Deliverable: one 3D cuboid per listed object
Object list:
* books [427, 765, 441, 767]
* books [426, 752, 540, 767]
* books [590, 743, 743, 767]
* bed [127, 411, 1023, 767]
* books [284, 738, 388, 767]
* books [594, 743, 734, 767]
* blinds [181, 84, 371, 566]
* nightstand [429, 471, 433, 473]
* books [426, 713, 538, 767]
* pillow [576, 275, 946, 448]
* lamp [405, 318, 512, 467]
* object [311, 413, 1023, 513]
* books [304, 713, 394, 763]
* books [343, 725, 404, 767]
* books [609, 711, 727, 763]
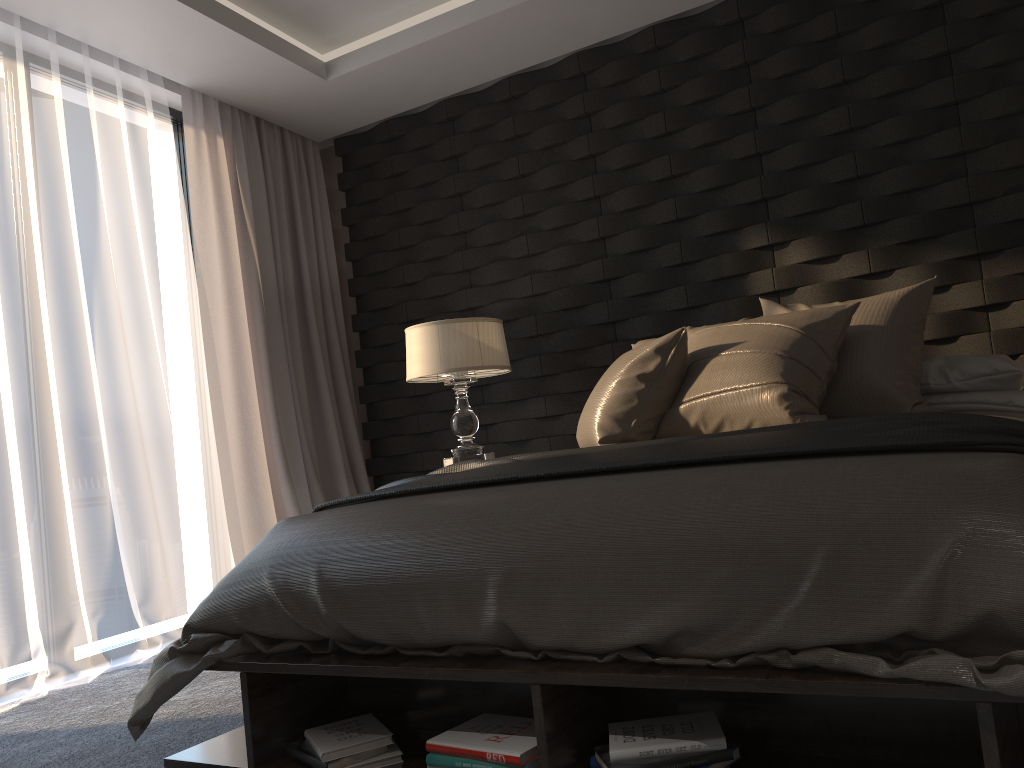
[{"bbox_3d":[-0.014,0.768,1.767,0.235,0.043,0.203,-10,-5,41],"label":"books"},{"bbox_3d":[-0.020,0.736,1.770,0.238,0.023,0.184,-9,-5,32],"label":"books"},{"bbox_3d":[0.284,0.691,1.627,0.219,0.023,0.172,-10,-5,42],"label":"books"},{"bbox_3d":[0.627,0.478,2.584,2.181,0.624,2.406,-9,-5,32],"label":"bed"},{"bbox_3d":[-0.395,0.818,1.976,0.155,0.023,0.209,-3,-5,-39],"label":"books"},{"bbox_3d":[0.271,0.668,1.590,0.227,0.023,0.144,-6,-4,-13],"label":"books"},{"bbox_3d":[-1.080,-0.215,4.416,0.327,2.640,1.040,-8,-4,24],"label":"blinds"},{"bbox_3d":[-0.146,0.665,3.856,0.521,0.603,0.581,-10,-5,44],"label":"nightstand"},{"bbox_3d":[-0.022,0.713,1.772,0.237,0.023,0.184,-10,-5,37],"label":"books"},{"bbox_3d":[0.759,-0.072,2.983,1.196,0.518,0.945,-9,-5,33],"label":"pillow"},{"bbox_3d":[-0.223,0.054,3.905,0.487,0.630,0.445,-5,-4,-26],"label":"lamp"},{"bbox_3d":[0.347,0.304,2.197,1.955,0.322,0.648,-9,-4,30],"label":"object"},{"bbox_3d":[-0.370,0.794,1.980,0.162,0.020,0.196,-5,-4,-25],"label":"books"},{"bbox_3d":[-0.357,0.834,1.994,0.181,0.019,0.235,-5,-4,-20],"label":"books"},{"bbox_3d":[0.281,0.647,1.616,0.205,0.020,0.155,-7,-4,1],"label":"books"}]
